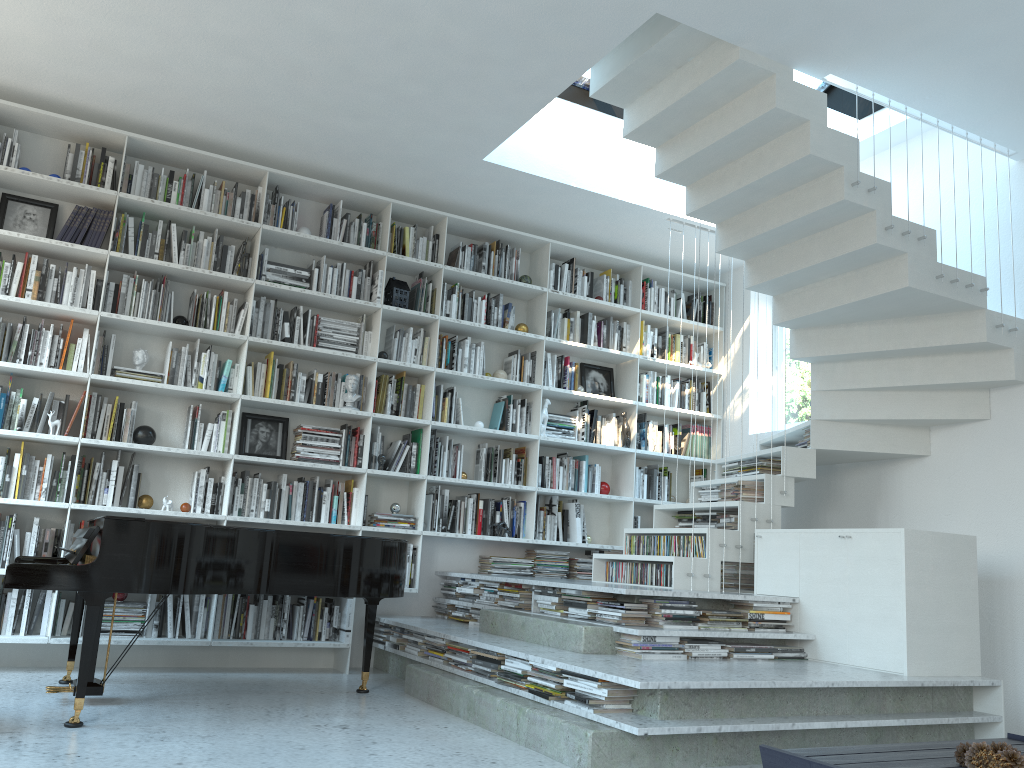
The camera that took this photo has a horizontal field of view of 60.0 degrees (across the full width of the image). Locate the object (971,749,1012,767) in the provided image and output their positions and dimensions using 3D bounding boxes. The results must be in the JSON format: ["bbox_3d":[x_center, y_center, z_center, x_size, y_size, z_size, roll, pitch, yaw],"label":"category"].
[{"bbox_3d":[1.382,1.109,2.554,0.114,0.101,0.110,-7,-16,44],"label":"object"}]

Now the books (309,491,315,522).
[{"bbox_3d":[-1.311,0.794,5.722,0.021,0.202,0.128,9,-12,-27],"label":"books"}]

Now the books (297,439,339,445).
[{"bbox_3d":[-1.279,0.389,5.800,0.254,0.012,0.161,9,-12,-24],"label":"books"}]

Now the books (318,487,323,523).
[{"bbox_3d":[-1.262,0.786,5.748,0.014,0.234,0.154,9,-12,-27],"label":"books"}]

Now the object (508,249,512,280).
[{"bbox_3d":[-0.043,-0.857,6.658,0.006,0.297,0.129,9,-12,-27],"label":"object"}]

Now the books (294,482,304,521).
[{"bbox_3d":[-1.380,0.759,5.675,0.026,0.245,0.191,9,-12,-27],"label":"books"}]

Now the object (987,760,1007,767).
[{"bbox_3d":[1.361,1.102,2.482,0.082,0.084,0.083,6,-11,-12],"label":"object"}]

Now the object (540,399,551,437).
[{"bbox_3d":[0.232,0.248,6.438,0.087,0.287,0.075,2,-11,8],"label":"object"}]

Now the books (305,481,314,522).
[{"bbox_3d":[-1.324,0.758,5.705,0.028,0.264,0.161,9,-12,-27],"label":"books"}]

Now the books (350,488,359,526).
[{"bbox_3d":[-1.056,0.810,5.831,0.033,0.245,0.176,9,-12,-27],"label":"books"}]

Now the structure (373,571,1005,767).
[{"bbox_3d":[0.910,1.524,5.161,2.901,0.658,3.117,9,-13,-26],"label":"structure"}]

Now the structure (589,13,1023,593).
[{"bbox_3d":[1.313,-0.170,5.204,2.615,3.374,1.957,9,-12,-27],"label":"structure"}]

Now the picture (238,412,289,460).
[{"bbox_3d":[-1.594,0.346,5.699,0.300,0.299,0.077,9,-12,-27],"label":"picture"}]

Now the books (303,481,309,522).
[{"bbox_3d":[-1.344,0.758,5.702,0.010,0.261,0.181,9,-12,-27],"label":"books"}]

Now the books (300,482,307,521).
[{"bbox_3d":[-1.359,0.763,5.706,0.011,0.251,0.158,9,-12,-27],"label":"books"}]

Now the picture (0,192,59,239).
[{"bbox_3d":[-2.861,-0.959,5.228,0.300,0.299,0.077,9,-12,-27],"label":"picture"}]

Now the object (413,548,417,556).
[{"bbox_3d":[-0.669,1.222,5.901,0.011,0.259,0.142,9,-12,-27],"label":"object"}]

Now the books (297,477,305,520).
[{"bbox_3d":[-1.372,0.745,5.709,0.014,0.285,0.135,9,-12,-27],"label":"books"}]

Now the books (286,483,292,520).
[{"bbox_3d":[-1.433,0.757,5.661,0.031,0.236,0.159,9,-12,-27],"label":"books"}]

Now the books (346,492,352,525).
[{"bbox_3d":[-1.089,0.821,5.818,0.011,0.216,0.166,9,-12,-27],"label":"books"}]

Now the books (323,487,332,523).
[{"bbox_3d":[-1.219,0.791,5.756,0.023,0.234,0.175,9,-12,-27],"label":"books"}]

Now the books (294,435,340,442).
[{"bbox_3d":[-1.276,0.365,5.803,0.254,0.012,0.161,10,-13,-30],"label":"books"}]

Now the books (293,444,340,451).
[{"bbox_3d":[-1.279,0.424,5.789,0.285,0.012,0.160,8,-12,-22],"label":"books"}]

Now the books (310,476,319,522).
[{"bbox_3d":[-1.289,0.749,5.730,0.012,0.296,0.178,9,-12,-27],"label":"books"}]

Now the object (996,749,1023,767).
[{"bbox_3d":[1.449,1.113,2.583,0.094,0.108,0.108,-3,-13,30],"label":"object"}]

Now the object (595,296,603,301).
[{"bbox_3d":[0.675,-0.648,6.895,0.071,0.072,0.072,-1,-12,21],"label":"object"}]

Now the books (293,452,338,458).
[{"bbox_3d":[-1.282,0.470,5.781,0.254,0.012,0.161,11,-13,-31],"label":"books"}]

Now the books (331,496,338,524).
[{"bbox_3d":[-1.173,0.823,5.770,0.023,0.183,0.169,9,-12,-27],"label":"books"}]

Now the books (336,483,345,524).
[{"bbox_3d":[-1.145,0.786,5.804,0.026,0.271,0.175,9,-12,-27],"label":"books"}]

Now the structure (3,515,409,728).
[{"bbox_3d":[-1.395,1.117,4.345,1.920,0.831,1.336,9,-13,-27],"label":"structure"}]

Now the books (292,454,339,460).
[{"bbox_3d":[-1.283,0.482,5.778,0.285,0.012,0.160,8,-12,-22],"label":"books"}]

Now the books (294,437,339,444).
[{"bbox_3d":[-1.278,0.377,5.802,0.254,0.012,0.161,10,-13,-29],"label":"books"}]

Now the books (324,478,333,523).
[{"bbox_3d":[-1.206,0.766,5.780,0.014,0.293,0.137,9,-12,-27],"label":"books"}]

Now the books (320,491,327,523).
[{"bbox_3d":[-1.241,0.802,5.743,0.023,0.204,0.167,9,-12,-27],"label":"books"}]

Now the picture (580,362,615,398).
[{"bbox_3d":[0.673,-0.003,6.963,0.300,0.299,0.077,9,-12,-27],"label":"picture"}]

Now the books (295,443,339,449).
[{"bbox_3d":[-1.278,0.412,5.792,0.254,0.012,0.161,11,-13,-31],"label":"books"}]

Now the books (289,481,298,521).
[{"bbox_3d":[-1.414,0.754,5.688,0.025,0.254,0.136,9,-12,-27],"label":"books"}]

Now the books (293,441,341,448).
[{"bbox_3d":[-1.277,0.400,5.794,0.285,0.012,0.160,8,-12,-22],"label":"books"}]

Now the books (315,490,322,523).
[{"bbox_3d":[-1.275,0.795,5.727,0.024,0.206,0.183,9,-12,-27],"label":"books"}]

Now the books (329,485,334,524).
[{"bbox_3d":[-1.199,0.788,5.790,0.014,0.255,0.145,9,-12,-27],"label":"books"}]

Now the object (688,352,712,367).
[{"bbox_3d":[1.526,-0.185,7.232,0.203,0.136,0.095,6,-11,-11],"label":"object"}]

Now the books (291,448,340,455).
[{"bbox_3d":[-1.285,0.449,5.793,0.285,0.012,0.160,9,-13,-26],"label":"books"}]

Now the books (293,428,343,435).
[{"bbox_3d":[-1.272,0.317,5.809,0.285,0.012,0.159,11,-13,-31],"label":"books"}]

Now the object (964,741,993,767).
[{"bbox_3d":[1.395,1.113,2.638,0.090,0.106,0.097,5,-11,-6],"label":"object"}]

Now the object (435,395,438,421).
[{"bbox_3d":[-0.561,0.191,6.214,0.013,0.207,0.140,9,-12,-27],"label":"object"}]

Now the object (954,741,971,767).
[{"bbox_3d":[1.441,1.168,2.778,0.078,0.084,0.098,9,-12,-26],"label":"object"}]

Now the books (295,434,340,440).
[{"bbox_3d":[-1.277,0.353,5.807,0.254,0.012,0.161,10,-13,-29],"label":"books"}]

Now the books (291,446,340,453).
[{"bbox_3d":[-1.283,0.436,5.793,0.285,0.012,0.160,9,-13,-25],"label":"books"}]

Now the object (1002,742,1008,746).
[{"bbox_3d":[1.528,1.158,2.741,0.078,0.100,0.086,-5,-14,36],"label":"object"}]

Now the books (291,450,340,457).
[{"bbox_3d":[-1.287,0.461,5.793,0.285,0.012,0.160,9,-13,-27],"label":"books"}]

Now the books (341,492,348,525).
[{"bbox_3d":[-1.112,0.819,5.805,0.042,0.212,0.169,9,-12,-27],"label":"books"}]

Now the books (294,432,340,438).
[{"bbox_3d":[-1.275,0.341,5.807,0.254,0.012,0.161,10,-13,-30],"label":"books"}]

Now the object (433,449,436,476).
[{"bbox_3d":[-0.566,0.528,6.178,0.007,0.265,0.135,9,-12,-26],"label":"object"}]

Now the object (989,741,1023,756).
[{"bbox_3d":[1.498,1.137,2.688,0.099,0.102,0.097,-4,-13,33],"label":"object"}]

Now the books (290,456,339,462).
[{"bbox_3d":[-1.288,0.495,5.784,0.285,0.012,0.159,10,-13,-28],"label":"books"}]

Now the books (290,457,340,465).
[{"bbox_3d":[-1.284,0.505,5.773,0.285,0.012,0.159,11,-13,-31],"label":"books"}]

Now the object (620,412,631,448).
[{"bbox_3d":[0.869,0.358,6.782,0.087,0.287,0.075,2,-11,8],"label":"object"}]

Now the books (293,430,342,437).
[{"bbox_3d":[-1.276,0.330,5.813,0.285,0.012,0.160,9,-13,-25],"label":"books"}]

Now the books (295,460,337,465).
[{"bbox_3d":[-1.288,0.518,5.777,0.254,0.012,0.161,9,-13,-25],"label":"books"}]
